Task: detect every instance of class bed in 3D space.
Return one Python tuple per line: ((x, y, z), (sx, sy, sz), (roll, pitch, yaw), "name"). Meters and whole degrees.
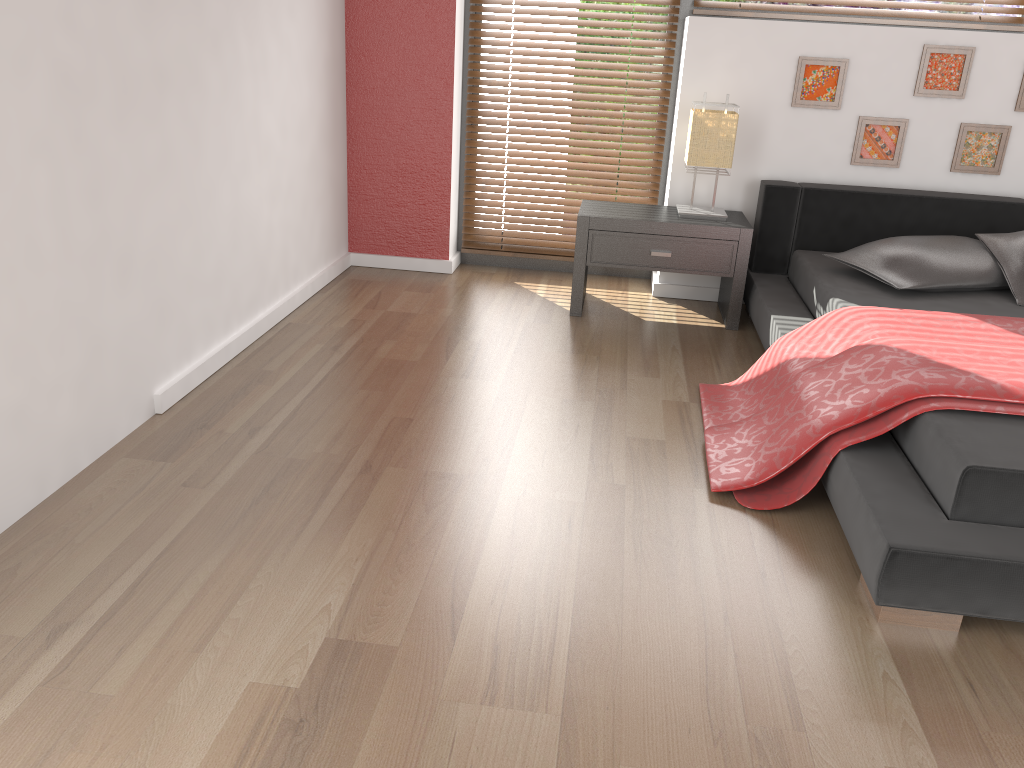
((1.835, -0.108, 2.718), (2.469, 0.577, 2.413), (5, 21, 6), "bed")

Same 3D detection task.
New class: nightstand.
((0.624, -0.519, 3.805), (0.700, 0.423, 0.413), (5, 21, 6), "nightstand")

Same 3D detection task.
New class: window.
((0.279, -1.607, 4.082), (0.889, 1.893, 0.020), (5, 21, 6), "window")
((2.242, -1.927, 3.693), (2.817, 0.786, 0.020), (5, 21, 6), "window")

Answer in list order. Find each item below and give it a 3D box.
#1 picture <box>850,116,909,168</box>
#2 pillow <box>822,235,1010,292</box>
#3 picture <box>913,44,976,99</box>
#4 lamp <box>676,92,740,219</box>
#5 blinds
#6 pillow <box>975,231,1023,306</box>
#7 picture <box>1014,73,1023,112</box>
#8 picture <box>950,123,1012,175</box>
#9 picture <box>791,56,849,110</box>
((1.554, -1.023, 3.751), (0.200, 0.200, 0.010), (5, 21, 6), "picture")
((1.609, -0.457, 3.333), (0.745, 0.172, 0.418), (-4, 22, -17), "pillow")
((1.767, -1.276, 3.625), (0.200, 0.200, 0.010), (5, 21, 6), "picture")
((0.812, -0.948, 3.659), (0.200, 0.480, 0.200), (5, 21, 6), "lamp")
((2.199, -1.365, 3.840), (4.840, 1.952, 0.032), (5, 21, 6), "blinds")
((2.109, -0.426, 3.184), (0.744, 0.241, 0.386), (4, 21, 1), "pillow")
((2.169, -1.204, 3.598), (0.200, 0.200, 0.010), (5, 21, 6), "picture")
((1.961, -0.983, 3.711), (0.200, 0.200, 0.010), (5, 21, 6), "picture")
((1.284, -1.255, 3.698), (0.200, 0.200, 0.010), (5, 21, 6), "picture")
